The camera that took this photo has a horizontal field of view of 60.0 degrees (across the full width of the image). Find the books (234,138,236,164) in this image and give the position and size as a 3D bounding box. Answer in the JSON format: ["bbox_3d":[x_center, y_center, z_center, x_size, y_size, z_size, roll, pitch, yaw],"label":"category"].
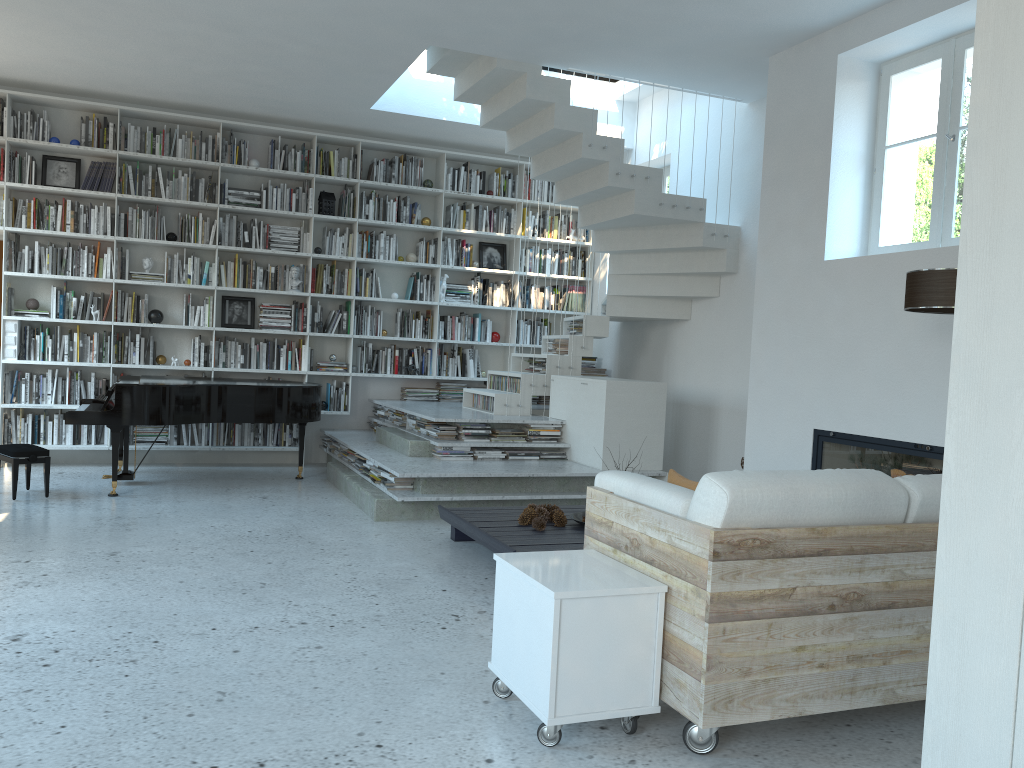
[{"bbox_3d":[-2.553,-2.116,8.158,0.011,0.265,0.163,2,3,-22],"label":"books"}]

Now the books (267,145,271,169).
[{"bbox_3d":[-2.271,-2.097,8.293,0.012,0.245,0.151,2,3,-22],"label":"books"}]

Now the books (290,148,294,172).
[{"bbox_3d":[-2.078,-2.085,8.359,0.023,0.236,0.154,2,3,-22],"label":"books"}]

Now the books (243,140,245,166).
[{"bbox_3d":[-2.482,-2.109,8.194,0.005,0.255,0.168,2,3,-22],"label":"books"}]

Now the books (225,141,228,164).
[{"bbox_3d":[-2.634,-2.101,8.148,0.023,0.228,0.156,2,3,-22],"label":"books"}]

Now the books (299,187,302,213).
[{"bbox_3d":[-2.021,-1.729,8.413,0.029,0.261,0.133,2,3,-22],"label":"books"}]

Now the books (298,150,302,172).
[{"bbox_3d":[-2.022,-2.083,8.406,0.026,0.234,0.137,2,3,-22],"label":"books"}]

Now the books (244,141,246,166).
[{"bbox_3d":[-2.481,-2.107,8.215,0.013,0.250,0.148,2,3,-22],"label":"books"}]

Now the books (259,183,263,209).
[{"bbox_3d":[-2.341,-1.736,8.276,0.012,0.254,0.160,2,3,-22],"label":"books"}]

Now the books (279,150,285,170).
[{"bbox_3d":[-2.168,-2.076,8.320,0.050,0.211,0.172,2,3,-22],"label":"books"}]

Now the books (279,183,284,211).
[{"bbox_3d":[-2.182,-1.741,8.361,0.029,0.273,0.140,2,3,-22],"label":"books"}]

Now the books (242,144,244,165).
[{"bbox_3d":[-2.493,-2.092,8.193,0.016,0.219,0.144,2,3,-22],"label":"books"}]

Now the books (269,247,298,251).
[{"bbox_3d":[-2.165,-1.267,8.385,0.254,0.012,0.160,2,2,-19],"label":"books"}]

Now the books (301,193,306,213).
[{"bbox_3d":[-1.990,-1.698,8.412,0.029,0.202,0.191,2,3,-22],"label":"books"}]

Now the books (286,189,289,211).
[{"bbox_3d":[-2.127,-1.713,8.354,0.023,0.223,0.190,2,3,-22],"label":"books"}]

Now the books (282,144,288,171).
[{"bbox_3d":[-2.137,-2.105,8.349,0.028,0.270,0.140,2,3,-22],"label":"books"}]

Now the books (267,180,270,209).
[{"bbox_3d":[-2.278,-1.748,8.283,0.011,0.284,0.190,2,3,-22],"label":"books"}]

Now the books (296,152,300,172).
[{"bbox_3d":[-2.029,-2.066,8.357,0.023,0.202,0.193,2,3,-22],"label":"books"}]

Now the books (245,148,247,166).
[{"bbox_3d":[-2.468,-2.075,8.212,0.010,0.187,0.152,2,3,-22],"label":"books"}]

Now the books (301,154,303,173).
[{"bbox_3d":[-2.001,-2.067,8.409,0.014,0.204,0.134,2,3,-22],"label":"books"}]

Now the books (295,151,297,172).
[{"bbox_3d":[-2.051,-2.074,8.365,0.012,0.217,0.179,2,3,-22],"label":"books"}]

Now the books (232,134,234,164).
[{"bbox_3d":[-2.577,-2.134,8.163,0.010,0.296,0.153,2,3,-22],"label":"books"}]

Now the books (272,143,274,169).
[{"bbox_3d":[-2.247,-2.107,8.301,0.011,0.267,0.129,2,3,-22],"label":"books"}]

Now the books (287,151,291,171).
[{"bbox_3d":[-2.103,-2.069,8.344,0.033,0.203,0.166,2,3,-22],"label":"books"}]

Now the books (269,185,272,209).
[{"bbox_3d":[-2.270,-1.726,8.305,0.021,0.237,0.171,2,3,-22],"label":"books"}]

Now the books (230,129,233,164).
[{"bbox_3d":[-2.590,-2.156,8.162,0.014,0.341,0.145,2,3,-22],"label":"books"}]

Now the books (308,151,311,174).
[{"bbox_3d":[-1.933,-2.081,8.421,0.014,0.239,0.153,2,3,-22],"label":"books"}]

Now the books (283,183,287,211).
[{"bbox_3d":[-2.150,-1.737,8.352,0.023,0.269,0.184,2,3,-22],"label":"books"}]

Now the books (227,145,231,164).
[{"bbox_3d":[-2.607,-2.083,8.146,0.026,0.194,0.166,2,3,-22],"label":"books"}]

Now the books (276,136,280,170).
[{"bbox_3d":[-2.191,-2.137,8.301,0.010,0.332,0.186,2,3,-22],"label":"books"}]

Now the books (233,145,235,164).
[{"bbox_3d":[-2.574,-2.088,8.180,0.011,0.205,0.145,2,3,-22],"label":"books"}]

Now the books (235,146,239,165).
[{"bbox_3d":[-2.544,-2.082,8.178,0.023,0.195,0.172,2,3,-22],"label":"books"}]

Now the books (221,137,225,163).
[{"bbox_3d":[-2.648,-2.114,8.121,0.026,0.253,0.185,2,3,-22],"label":"books"}]

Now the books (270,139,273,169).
[{"bbox_3d":[-2.252,-2.119,8.281,0.014,0.292,0.176,2,3,-22],"label":"books"}]

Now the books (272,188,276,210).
[{"bbox_3d":[-2.238,-1.714,8.316,0.027,0.216,0.190,2,3,-22],"label":"books"}]

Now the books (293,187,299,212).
[{"bbox_3d":[-2.043,-1.722,8.387,0.032,0.248,0.173,2,3,-22],"label":"books"}]

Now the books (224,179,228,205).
[{"bbox_3d":[-2.629,-1.744,8.144,0.021,0.249,0.191,2,3,-22],"label":"books"}]

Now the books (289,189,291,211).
[{"bbox_3d":[-2.105,-1.716,8.375,0.010,0.230,0.152,2,3,-22],"label":"books"}]

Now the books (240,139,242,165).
[{"bbox_3d":[-2.507,-2.115,8.190,0.013,0.264,0.146,2,3,-22],"label":"books"}]

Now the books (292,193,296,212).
[{"bbox_3d":[-2.073,-1.693,8.378,0.029,0.188,0.175,2,3,-22],"label":"books"}]

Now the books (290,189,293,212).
[{"bbox_3d":[-2.092,-1.715,8.373,0.012,0.230,0.158,2,3,-22],"label":"books"}]

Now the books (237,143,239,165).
[{"bbox_3d":[-2.536,-2.101,8.201,0.006,0.233,0.135,2,3,-22],"label":"books"}]

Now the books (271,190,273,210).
[{"bbox_3d":[-2.261,-1.709,8.323,0.011,0.204,0.133,2,3,-22],"label":"books"}]

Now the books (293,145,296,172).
[{"bbox_3d":[-2.056,-2.101,8.351,0.010,0.270,0.180,2,3,-22],"label":"books"}]

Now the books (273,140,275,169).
[{"bbox_3d":[-2.234,-2.121,8.296,0.011,0.296,0.157,2,3,-22],"label":"books"}]

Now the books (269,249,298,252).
[{"bbox_3d":[-2.165,-1.255,8.383,0.254,0.012,0.160,2,2,-26],"label":"books"}]

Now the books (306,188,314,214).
[{"bbox_3d":[-1.917,-1.710,8.381,0.037,0.237,0.272,2,3,-22],"label":"books"}]

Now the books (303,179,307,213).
[{"bbox_3d":[-1.971,-1.763,8.425,0.012,0.334,0.155,2,3,-22],"label":"books"}]

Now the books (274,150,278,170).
[{"bbox_3d":[-2.221,-2.077,8.317,0.031,0.208,0.146,2,3,-22],"label":"books"}]

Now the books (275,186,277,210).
[{"bbox_3d":[-2.224,-1.728,8.334,0.012,0.244,0.131,2,3,-22],"label":"books"}]

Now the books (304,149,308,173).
[{"bbox_3d":[-1.965,-2.085,8.407,0.028,0.244,0.161,2,3,-22],"label":"books"}]

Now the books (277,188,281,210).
[{"bbox_3d":[-2.202,-1.714,8.334,0.028,0.219,0.183,2,3,-22],"label":"books"}]

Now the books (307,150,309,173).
[{"bbox_3d":[-1.949,-2.085,8.424,0.014,0.244,0.145,2,3,-22],"label":"books"}]

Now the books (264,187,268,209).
[{"bbox_3d":[-2.311,-1.721,8.316,0.024,0.223,0.128,2,3,-22],"label":"books"}]

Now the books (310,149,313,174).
[{"bbox_3d":[-1.919,-2.090,8.433,0.022,0.257,0.136,2,3,-22],"label":"books"}]

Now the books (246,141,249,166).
[{"bbox_3d":[-2.455,-2.109,8.208,0.011,0.256,0.143,2,3,-22],"label":"books"}]

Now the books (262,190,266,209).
[{"bbox_3d":[-2.324,-1.702,8.281,0.025,0.187,0.193,2,3,-22],"label":"books"}]

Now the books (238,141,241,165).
[{"bbox_3d":[-2.522,-2.108,8.192,0.014,0.248,0.139,2,3,-22],"label":"books"}]

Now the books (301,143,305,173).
[{"bbox_3d":[-1.984,-2.118,8.405,0.012,0.308,0.138,2,3,-22],"label":"books"}]
